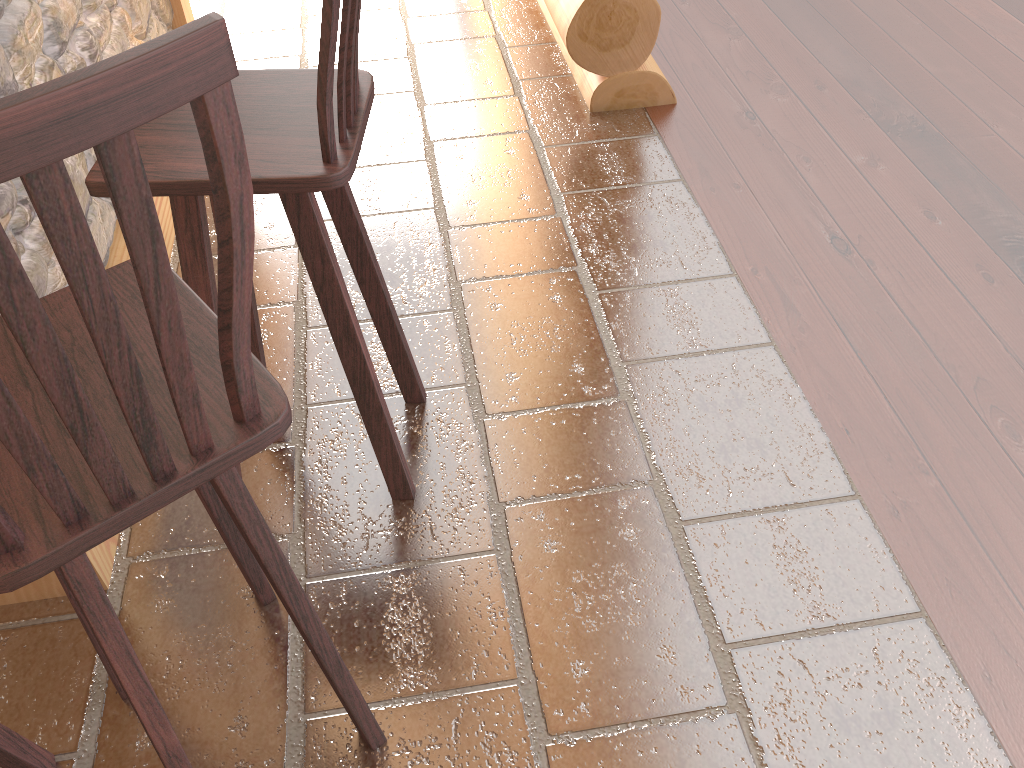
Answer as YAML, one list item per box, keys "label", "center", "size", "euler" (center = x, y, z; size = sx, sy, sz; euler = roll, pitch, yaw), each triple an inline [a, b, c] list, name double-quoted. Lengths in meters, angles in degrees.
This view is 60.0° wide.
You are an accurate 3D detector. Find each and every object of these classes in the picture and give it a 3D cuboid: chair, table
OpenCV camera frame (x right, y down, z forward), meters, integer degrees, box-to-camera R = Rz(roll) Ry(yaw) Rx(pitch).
- label: "chair"
  center: [-0.437, -0.321, 1.676]
  size: [0.504, 1.319, 0.406]
  euler: [-1, 45, 2]
- label: "table"
  center: [-1.518, -0.827, 2.275]
  size: [1.196, 1.257, 3.220]
  euler: [-8, 45, -5]
- label: "chair"
  center: [-0.504, 0.161, 1.193]
  size: [0.406, 1.319, 0.504]
  euler: [-32, 52, -27]
- label: "chair"
  center: [-0.881, 0.423, 0.945]
  size: [0.406, 1.319, 0.504]
  euler: [-23, 48, -19]
